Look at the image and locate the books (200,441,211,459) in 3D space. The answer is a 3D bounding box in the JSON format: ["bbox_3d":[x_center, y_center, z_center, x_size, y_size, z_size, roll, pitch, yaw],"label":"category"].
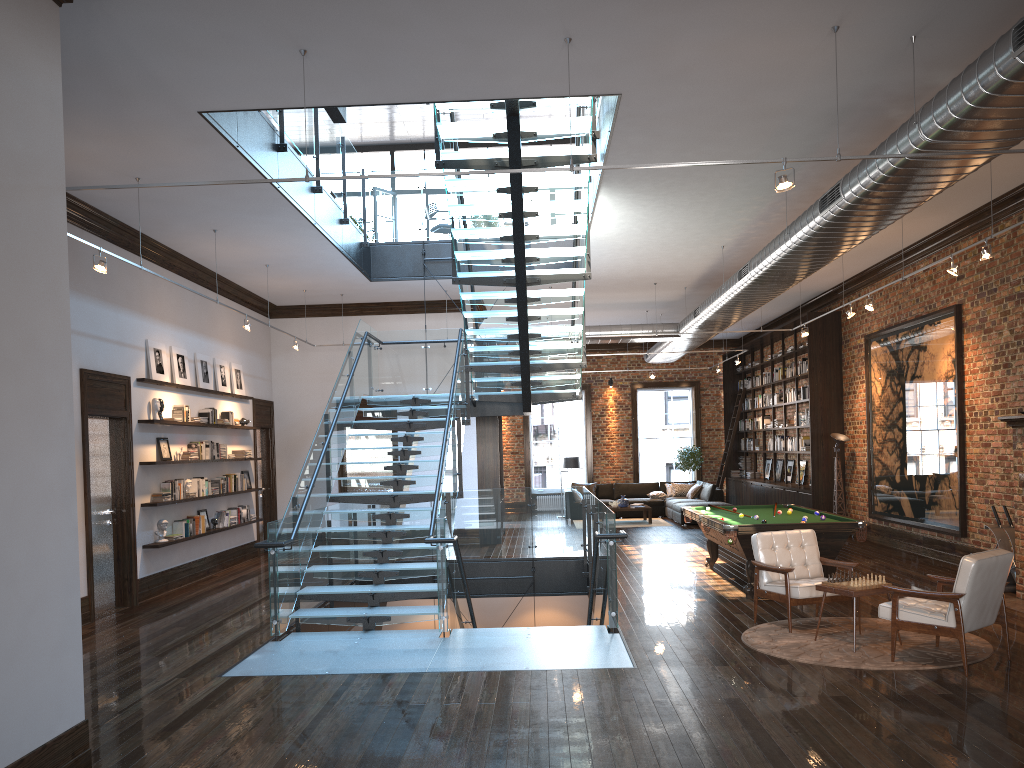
[{"bbox_3d":[-4.349,0.940,12.557,0.158,0.262,0.026,-2,1,2],"label":"books"}]

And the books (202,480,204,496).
[{"bbox_3d":[-4.338,1.444,12.256,0.150,0.218,0.028,-2,1,2],"label":"books"}]

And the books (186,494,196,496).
[{"bbox_3d":[-4.351,1.490,11.900,0.142,0.011,0.257,-2,-4,-3],"label":"books"}]

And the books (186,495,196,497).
[{"bbox_3d":[-4.353,1.501,11.900,0.142,0.011,0.257,-2,-4,-2],"label":"books"}]

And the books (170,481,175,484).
[{"bbox_3d":[-4.372,1.368,11.349,0.128,0.241,0.012,-2,1,2],"label":"books"}]

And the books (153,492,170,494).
[{"bbox_3d":[-4.382,1.366,11.086,0.135,0.014,0.216,-2,-4,2],"label":"books"}]

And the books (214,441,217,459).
[{"bbox_3d":[-4.345,0.962,12.827,0.143,0.257,0.049,-2,1,2],"label":"books"}]

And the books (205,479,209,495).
[{"bbox_3d":[-4.344,1.458,12.492,0.142,0.224,0.012,-2,1,2],"label":"books"}]

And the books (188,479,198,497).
[{"bbox_3d":[-4.345,1.413,12.054,0.141,0.252,0.012,-2,1,2],"label":"books"}]

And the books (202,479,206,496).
[{"bbox_3d":[-4.329,1.437,12.275,0.170,0.235,0.012,-2,1,2],"label":"books"}]

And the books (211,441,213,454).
[{"bbox_3d":[-4.348,0.945,12.643,0.158,0.265,0.011,-2,1,2],"label":"books"}]

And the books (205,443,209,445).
[{"bbox_3d":[-4.352,0.950,12.504,0.151,0.236,0.026,-2,1,2],"label":"books"}]

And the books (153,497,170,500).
[{"bbox_3d":[-4.383,1.426,11.089,0.154,0.028,0.191,-1,-4,-3],"label":"books"}]

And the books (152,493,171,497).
[{"bbox_3d":[-4.379,1.386,11.068,0.143,0.028,0.219,-2,-4,7],"label":"books"}]

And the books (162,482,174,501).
[{"bbox_3d":[-4.372,1.364,11.269,0.134,0.236,0.013,-2,1,2],"label":"books"}]

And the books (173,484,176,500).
[{"bbox_3d":[-4.366,1.385,11.323,0.156,0.202,0.013,-2,1,2],"label":"books"}]

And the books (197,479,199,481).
[{"bbox_3d":[-4.349,1.427,12.135,0.133,0.236,0.022,-2,1,2],"label":"books"}]

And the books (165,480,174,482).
[{"bbox_3d":[-4.386,1.363,11.360,0.114,0.252,0.011,-2,1,2],"label":"books"}]

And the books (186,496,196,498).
[{"bbox_3d":[-4.356,1.522,11.900,0.141,0.011,0.287,-2,-4,0],"label":"books"}]

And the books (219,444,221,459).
[{"bbox_3d":[-4.325,0.988,12.918,0.156,0.218,0.013,-2,1,2],"label":"books"}]

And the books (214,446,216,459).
[{"bbox_3d":[-4.343,0.993,12.800,0.130,0.191,0.024,-2,1,2],"label":"books"}]

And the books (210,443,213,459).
[{"bbox_3d":[-4.341,0.956,12.597,0.163,0.235,0.025,-2,1,2],"label":"books"}]

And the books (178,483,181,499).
[{"bbox_3d":[-4.367,1.394,11.497,0.150,0.210,0.035,-2,1,2],"label":"books"}]

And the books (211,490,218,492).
[{"bbox_3d":[-4.329,1.539,12.743,0.142,0.011,0.257,-2,-4,-2],"label":"books"}]

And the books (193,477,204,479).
[{"bbox_3d":[-4.336,1.422,12.287,0.157,0.266,0.011,-2,1,2],"label":"books"}]

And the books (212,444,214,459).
[{"bbox_3d":[-4.346,0.970,12.681,0.152,0.221,0.014,-2,1,2],"label":"books"}]

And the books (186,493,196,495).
[{"bbox_3d":[-4.355,1.479,11.900,0.142,0.011,0.256,-2,-4,-1],"label":"books"}]

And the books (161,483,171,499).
[{"bbox_3d":[-4.388,1.367,11.239,0.125,0.226,0.047,-2,1,2],"label":"books"}]

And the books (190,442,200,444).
[{"bbox_3d":[-4.363,0.925,12.224,0.138,0.243,0.005,-2,1,2],"label":"books"}]

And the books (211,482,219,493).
[{"bbox_3d":[-4.333,1.513,12.921,0.128,0.176,0.050,-2,0,2],"label":"books"}]

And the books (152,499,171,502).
[{"bbox_3d":[-4.379,1.454,11.084,0.143,0.028,0.235,-2,-4,2],"label":"books"}]

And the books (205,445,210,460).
[{"bbox_3d":[-4.331,0.957,12.438,0.184,0.209,0.064,-2,0,2],"label":"books"}]

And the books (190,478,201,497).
[{"bbox_3d":[-4.339,1.419,12.152,0.148,0.253,0.012,-2,1,2],"label":"books"}]

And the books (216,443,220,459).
[{"bbox_3d":[-4.332,0.974,12.862,0.169,0.238,0.021,-2,1,2],"label":"books"}]

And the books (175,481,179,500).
[{"bbox_3d":[-4.363,1.371,11.411,0.139,0.243,0.015,-2,1,2],"label":"books"}]

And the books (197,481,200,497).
[{"bbox_3d":[-4.339,1.431,12.085,0.154,0.218,0.030,-2,1,2],"label":"books"}]

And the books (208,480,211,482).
[{"bbox_3d":[-4.337,1.468,12.564,0.143,0.214,0.042,-2,1,2],"label":"books"}]

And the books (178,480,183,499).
[{"bbox_3d":[-4.373,1.379,11.589,0.130,0.253,0.027,-2,1,2],"label":"books"}]

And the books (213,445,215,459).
[{"bbox_3d":[-4.340,0.979,12.732,0.136,0.209,0.066,-2,0,2],"label":"books"}]

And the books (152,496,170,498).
[{"bbox_3d":[-4.378,1.406,11.082,0.159,0.011,0.184,-2,-4,2],"label":"books"}]

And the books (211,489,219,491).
[{"bbox_3d":[-4.333,1.529,12.743,0.141,0.011,0.287,-2,-4,3],"label":"books"}]

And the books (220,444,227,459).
[{"bbox_3d":[-4.322,1.007,13.231,0.142,0.224,0.012,-2,1,2],"label":"books"}]

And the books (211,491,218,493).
[{"bbox_3d":[-4.331,1.550,12.743,0.142,0.011,0.256,-2,-4,-1],"label":"books"}]

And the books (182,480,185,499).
[{"bbox_3d":[-4.371,1.384,11.654,0.141,0.252,0.012,-2,1,2],"label":"books"}]

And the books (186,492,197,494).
[{"bbox_3d":[-4.357,1.468,11.899,0.141,0.011,0.287,-2,-4,3],"label":"books"}]

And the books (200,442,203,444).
[{"bbox_3d":[-4.357,0.929,12.312,0.146,0.248,0.006,-2,1,2],"label":"books"}]

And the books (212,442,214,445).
[{"bbox_3d":[-4.350,0.961,12.777,0.115,0.252,0.022,-2,1,2],"label":"books"}]

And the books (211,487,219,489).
[{"bbox_3d":[-4.330,1.497,12.743,0.142,0.011,0.257,-2,-4,5],"label":"books"}]

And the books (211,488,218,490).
[{"bbox_3d":[-4.332,1.508,12.743,0.142,0.011,0.256,-2,-4,-1],"label":"books"}]

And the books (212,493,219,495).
[{"bbox_3d":[-4.330,1.583,12.744,0.142,0.011,0.256,-2,-4,4],"label":"books"}]

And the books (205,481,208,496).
[{"bbox_3d":[-4.330,1.462,12.394,0.158,0.201,0.060,-2,0,2],"label":"books"}]

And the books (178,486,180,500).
[{"bbox_3d":[-4.367,1.407,11.473,0.142,0.180,0.013,-2,1,2],"label":"books"}]

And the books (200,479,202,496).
[{"bbox_3d":[-4.343,1.430,12.212,0.153,0.239,0.010,-2,1,2],"label":"books"}]

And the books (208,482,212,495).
[{"bbox_3d":[-4.327,1.482,12.546,0.138,0.184,0.053,-2,0,2],"label":"books"}]
